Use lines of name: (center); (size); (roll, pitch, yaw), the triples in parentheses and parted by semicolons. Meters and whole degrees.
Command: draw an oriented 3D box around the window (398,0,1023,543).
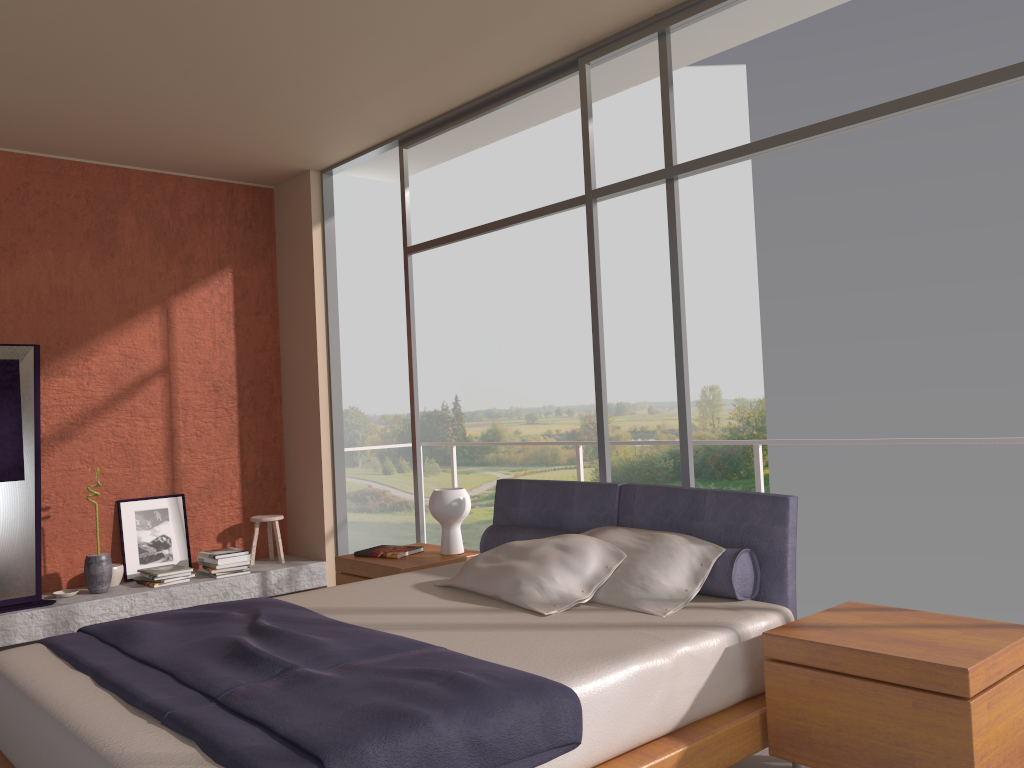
window: (1.336, -0.216, 3.614); (0.075, 3.133, 6.106); (-1, -2, -42)

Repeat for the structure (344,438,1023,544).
structure: (1.554, 0.770, 3.995); (0.728, 1.005, 7.689); (-1, -2, -42)

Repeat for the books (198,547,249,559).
books: (-2.010, 1.180, 6.181); (0.247, 0.025, 0.287); (-1, -2, -42)

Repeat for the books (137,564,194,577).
books: (-2.318, 1.247, 5.931); (0.247, 0.018, 0.328); (-1, -2, -45)

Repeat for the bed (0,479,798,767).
bed: (-0.377, 0.939, 3.137); (2.462, 0.959, 2.017); (-1, -2, -42)

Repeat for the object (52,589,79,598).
object: (-2.809, 1.328, 5.584); (0.152, 0.040, 0.152); (-3, -2, -7)

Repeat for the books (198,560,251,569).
books: (-2.003, 1.244, 6.175); (0.247, 0.027, 0.328); (-1, -2, -40)

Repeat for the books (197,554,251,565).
books: (-2.005, 1.211, 6.176); (0.247, 0.038, 0.319); (-1, -2, -44)

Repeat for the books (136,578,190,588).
books: (-2.327, 1.314, 5.920); (0.247, 0.025, 0.287); (-1, -2, -45)

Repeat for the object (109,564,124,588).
object: (-2.666, 1.273, 5.868); (0.179, 0.137, 0.180); (-2, -2, -29)

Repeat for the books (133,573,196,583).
books: (-2.324, 1.291, 5.935); (0.328, 0.018, 0.247); (-4, -2, 33)

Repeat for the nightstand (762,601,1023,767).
nightstand: (1.223, 1.044, 2.758); (0.562, 0.556, 0.628); (-1, -2, -42)

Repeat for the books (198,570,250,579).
books: (-2.000, 1.310, 6.173); (0.247, 0.018, 0.328); (-1, -2, -40)

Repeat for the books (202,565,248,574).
books: (-1.992, 1.270, 6.158); (0.247, 0.025, 0.287); (-2, -2, -31)

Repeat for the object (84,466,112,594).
object: (-2.656, 0.930, 5.674); (0.165, 0.810, 0.165); (-2, -2, -18)

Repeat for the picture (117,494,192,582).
picture: (-2.485, 1.064, 6.180); (0.458, 0.550, 0.117); (-1, -2, -42)

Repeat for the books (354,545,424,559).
books: (-0.662, 0.904, 4.781); (0.287, 0.025, 0.247); (-4, -2, 29)

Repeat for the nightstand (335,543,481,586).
nightstand: (-0.527, 1.187, 4.731); (0.562, 0.556, 0.628); (-1, -2, -42)

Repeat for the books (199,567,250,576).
books: (-2.005, 1.293, 6.178); (0.247, 0.018, 0.287); (-1, -2, -42)

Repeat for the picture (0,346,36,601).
picture: (-3.296, 0.522, 5.015); (1.129, 1.496, 0.126); (-1, -2, -42)

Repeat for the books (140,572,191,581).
books: (-2.313, 1.268, 5.927); (0.247, 0.025, 0.287); (-1, -2, -39)

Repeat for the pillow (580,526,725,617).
pillow: (0.425, 0.724, 3.481); (0.400, 0.265, 0.791); (-1, -2, -39)

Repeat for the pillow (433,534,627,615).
pillow: (0.050, 0.756, 3.626); (0.431, 0.264, 0.869); (-2, -2, -34)

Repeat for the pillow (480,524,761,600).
pillow: (0.395, 0.745, 3.818); (0.205, 0.201, 1.470); (-1, -2, -42)

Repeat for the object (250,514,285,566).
object: (-1.792, 1.151, 6.556); (0.260, 0.349, 0.257); (-3, -2, 18)

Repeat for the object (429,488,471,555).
object: (-0.324, 0.726, 4.700); (0.224, 0.338, 0.224); (-2, -2, -30)
